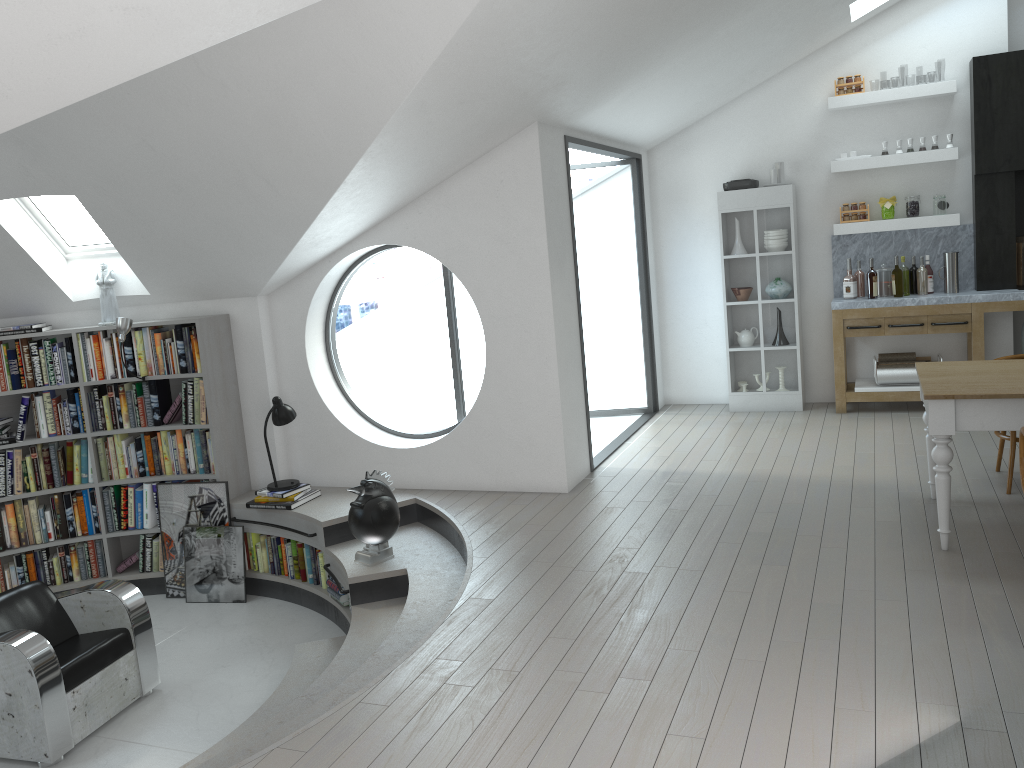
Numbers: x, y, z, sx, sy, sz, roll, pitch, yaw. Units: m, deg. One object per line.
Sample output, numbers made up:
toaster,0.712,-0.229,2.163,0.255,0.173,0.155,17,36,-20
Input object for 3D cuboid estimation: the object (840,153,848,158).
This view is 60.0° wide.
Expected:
object,2.880,-1.968,7.687,0.058,0.061,0.057,-2,9,22

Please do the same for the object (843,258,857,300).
object,2.926,-0.911,7.678,0.088,0.358,0.086,2,10,44

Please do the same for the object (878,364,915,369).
object,3.334,-0.123,7.501,0.437,0.093,0.093,-2,9,20

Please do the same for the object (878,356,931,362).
object,3.423,-0.196,7.734,0.422,0.072,0.071,-2,9,20

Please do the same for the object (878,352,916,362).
object,3.318,-0.218,7.639,0.291,0.102,0.104,-2,9,20

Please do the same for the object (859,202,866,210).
object,3.045,-1.545,7.701,0.059,0.075,0.059,-13,11,-43

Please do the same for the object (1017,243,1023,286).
object,4.325,-1.016,7.522,0.068,0.366,0.131,0,9,36

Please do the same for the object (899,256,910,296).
object,3.330,-0.916,7.539,0.092,0.338,0.092,1,10,40

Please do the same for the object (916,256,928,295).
object,3.456,-0.910,7.467,0.085,0.329,0.086,-1,9,31

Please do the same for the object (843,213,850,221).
object,2.928,-1.457,7.763,0.059,0.075,0.059,-13,11,-43

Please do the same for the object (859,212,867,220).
object,3.052,-1.460,7.711,0.059,0.075,0.059,-13,11,-43

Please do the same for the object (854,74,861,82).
object,2.950,-2.603,7.567,0.059,0.075,0.059,-13,11,-43

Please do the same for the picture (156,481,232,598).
picture,-2.325,1.151,6.536,0.578,0.860,0.091,-3,7,13

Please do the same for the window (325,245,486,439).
window,-0.742,-0.321,6.601,1.470,1.465,0.104,-2,8,23

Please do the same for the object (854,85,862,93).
object,2.958,-2.518,7.577,0.059,0.075,0.059,-13,11,-43

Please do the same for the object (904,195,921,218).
object,3.407,-1.509,7.540,0.120,0.182,0.121,1,10,37

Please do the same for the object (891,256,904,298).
object,3.243,-0.900,7.459,0.093,0.357,0.092,-8,8,-23

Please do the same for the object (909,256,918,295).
object,3.445,-0.931,7.593,0.085,0.329,0.086,-1,9,31

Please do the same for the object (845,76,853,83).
object,2.888,-2.602,7.592,0.059,0.075,0.059,-13,11,-43

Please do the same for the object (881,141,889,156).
object,3.177,-2.003,7.553,0.067,0.124,0.064,-3,8,16

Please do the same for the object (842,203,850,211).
object,2.921,-1.542,7.752,0.059,0.075,0.059,-13,11,-43

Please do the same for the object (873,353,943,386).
object,3.396,-0.126,7.610,0.527,0.230,0.431,-2,9,20

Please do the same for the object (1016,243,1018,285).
object,4.277,-1.023,7.556,0.057,0.358,0.075,0,9,37

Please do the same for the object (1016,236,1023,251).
object,4.411,-1.045,7.666,0.089,0.457,0.111,-2,8,23

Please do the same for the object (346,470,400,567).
object,-0.856,0.811,5.492,0.321,0.560,0.321,-6,8,-4

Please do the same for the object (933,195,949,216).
object,3.607,-1.512,7.460,0.103,0.177,0.208,2,11,44

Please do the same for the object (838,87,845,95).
object,2.834,-2.515,7.629,0.059,0.075,0.059,-13,11,-43

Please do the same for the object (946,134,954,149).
object,3.632,-2.013,7.354,0.067,0.124,0.064,-3,8,16

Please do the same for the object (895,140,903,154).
object,3.280,-2.006,7.510,0.067,0.124,0.064,-3,8,16

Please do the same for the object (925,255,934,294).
object,3.538,-0.930,7.538,0.081,0.328,0.081,-11,9,-40

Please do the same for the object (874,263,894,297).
object,3.215,-0.901,7.664,0.184,0.285,0.184,-12,10,-43

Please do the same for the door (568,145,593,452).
door,0.004,-0.536,6.624,1.051,2.338,0.080,-2,8,23

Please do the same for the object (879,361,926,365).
object,3.335,-0.152,7.580,0.362,0.086,0.101,-2,9,20

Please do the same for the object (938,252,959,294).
object,3.660,-0.931,7.421,0.164,0.338,0.115,-1,8,26

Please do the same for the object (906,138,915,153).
object,3.354,-2.005,7.464,0.067,0.124,0.064,-3,8,16

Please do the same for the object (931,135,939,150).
object,3.529,-2.010,7.397,0.067,0.124,0.064,-3,8,16

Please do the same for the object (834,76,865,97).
object,2.895,-2.540,7.598,0.237,0.145,0.121,-2,9,23

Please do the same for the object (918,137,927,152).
object,3.446,-2.010,7.440,0.067,0.124,0.064,-3,8,16

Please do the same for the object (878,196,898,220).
object,3.222,-1.511,7.613,0.163,0.198,0.128,-3,8,17

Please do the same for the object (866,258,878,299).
object,3.059,-0.892,7.533,0.093,0.358,0.092,-10,9,-33

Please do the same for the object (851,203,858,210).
object,2.983,-1.544,7.726,0.059,0.075,0.059,-13,11,-43

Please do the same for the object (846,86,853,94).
object,2.896,-2.517,7.603,0.059,0.075,0.059,-13,11,-43

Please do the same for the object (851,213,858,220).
object,2.990,-1.459,7.737,0.059,0.075,0.059,-13,11,-43

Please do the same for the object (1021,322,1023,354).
object,4.476,-0.349,7.561,0.231,0.496,0.231,-9,8,-26

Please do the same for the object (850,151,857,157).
object,2.948,-1.975,7.656,0.054,0.071,0.054,-2,8,22

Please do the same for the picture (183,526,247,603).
picture,-2.162,1.312,6.447,0.489,0.553,0.107,-3,7,13

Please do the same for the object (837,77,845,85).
object,2.826,-2.600,7.618,0.059,0.075,0.059,-13,11,-43

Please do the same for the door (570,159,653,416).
door,0.709,-0.858,8.284,1.051,2.338,0.080,-4,7,8

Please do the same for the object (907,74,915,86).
object,3.336,-2.530,7.421,0.082,0.105,0.082,-6,8,-9

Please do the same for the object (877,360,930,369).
object,3.381,-0.158,7.672,0.434,0.079,0.115,-2,9,20

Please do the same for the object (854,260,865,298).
object,3.032,-0.914,7.733,0.085,0.329,0.086,-1,9,31

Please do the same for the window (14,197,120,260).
window,-3.969,-0.940,4.961,1.931,0.710,4.073,-1,10,22

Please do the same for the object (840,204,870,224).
object,2.989,-1.482,7.732,0.237,0.145,0.121,-2,9,23

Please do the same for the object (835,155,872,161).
object,2.950,-1.947,7.660,0.295,0.024,0.114,-1,10,23
